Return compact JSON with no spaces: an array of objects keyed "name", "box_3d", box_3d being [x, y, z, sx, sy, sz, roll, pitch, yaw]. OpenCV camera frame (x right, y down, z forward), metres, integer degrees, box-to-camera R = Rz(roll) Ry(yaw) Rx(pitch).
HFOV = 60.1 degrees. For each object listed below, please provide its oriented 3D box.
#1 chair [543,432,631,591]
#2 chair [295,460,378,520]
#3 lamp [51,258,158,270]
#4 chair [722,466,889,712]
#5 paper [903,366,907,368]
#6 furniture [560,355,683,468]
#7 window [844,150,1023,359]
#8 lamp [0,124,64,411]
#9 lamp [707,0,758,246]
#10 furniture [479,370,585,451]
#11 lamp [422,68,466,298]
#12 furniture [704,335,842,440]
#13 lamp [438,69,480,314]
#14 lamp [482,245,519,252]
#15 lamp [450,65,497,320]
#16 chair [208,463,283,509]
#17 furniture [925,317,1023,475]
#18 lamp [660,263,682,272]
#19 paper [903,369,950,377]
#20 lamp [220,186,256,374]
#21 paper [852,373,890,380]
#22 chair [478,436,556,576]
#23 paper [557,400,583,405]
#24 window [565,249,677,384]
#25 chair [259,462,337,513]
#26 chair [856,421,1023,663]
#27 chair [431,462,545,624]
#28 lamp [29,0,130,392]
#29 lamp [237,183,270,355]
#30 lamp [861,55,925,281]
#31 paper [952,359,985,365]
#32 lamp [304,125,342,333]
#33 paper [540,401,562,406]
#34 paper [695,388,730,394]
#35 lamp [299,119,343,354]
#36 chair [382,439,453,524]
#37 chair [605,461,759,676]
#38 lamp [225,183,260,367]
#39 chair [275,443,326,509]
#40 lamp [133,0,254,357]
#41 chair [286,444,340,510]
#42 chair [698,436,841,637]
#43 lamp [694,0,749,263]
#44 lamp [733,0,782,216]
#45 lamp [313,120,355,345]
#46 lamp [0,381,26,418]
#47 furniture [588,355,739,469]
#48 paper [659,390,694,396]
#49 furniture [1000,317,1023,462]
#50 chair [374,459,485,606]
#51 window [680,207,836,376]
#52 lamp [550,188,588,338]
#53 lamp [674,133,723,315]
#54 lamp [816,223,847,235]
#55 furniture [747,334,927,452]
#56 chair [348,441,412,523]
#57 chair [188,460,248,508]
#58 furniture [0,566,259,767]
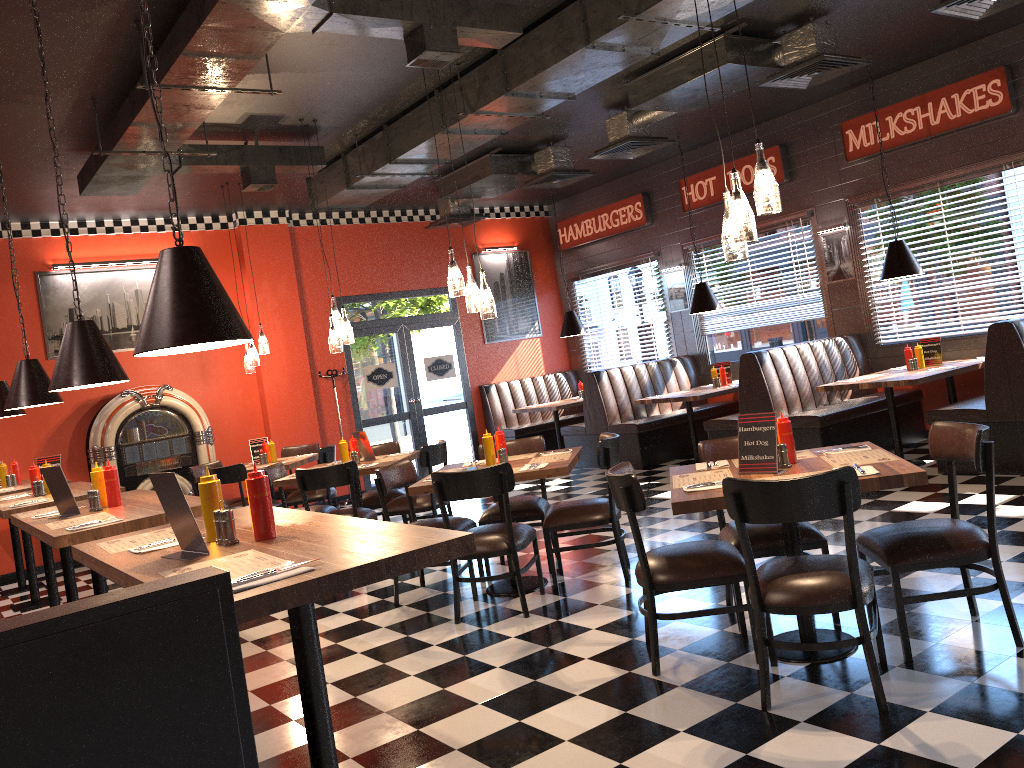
[{"name":"chair","box_3d":[0.473,0.780,5.592,0.544,0.868,0.486,-9,0,7]},{"name":"chair","box_3d":[-1.329,1.028,6.824,0.486,0.868,0.544,-9,0,5]},{"name":"lamp","box_3d":[-4.322,-1.346,9.862,1.449,0.056,0.081,-10,1,-35]},{"name":"chair","box_3d":[1.130,0.736,3.389,0.485,0.868,0.545,-9,0,22]},{"name":"paper","box_3d":[3.872,-0.173,8.562,0.366,0.001,0.260,-10,2,-34]},{"name":"furniture","box_3d":[1.470,0.330,11.231,1.715,1.155,0.703,-9,0,-35]},{"name":"window","box_3d":[4.265,-1.187,8.563,0.128,1.715,2.020,-8,0,-35]},{"name":"lamp","box_3d":[-3.557,-0.852,6.326,0.381,2.046,0.382,-9,-1,6]},{"name":"lamp","box_3d":[0.849,-1.574,3.807,0.108,1.967,0.109,-10,-1,42]},{"name":"furniture","box_3d":[0.513,0.442,12.603,1.715,1.155,0.703,-9,0,-35]},{"name":"lamp","box_3d":[-0.495,-1.528,5.674,0.108,1.967,0.109,-9,-1,27]},{"name":"furniture","box_3d":[2.829,0.170,9.282,1.715,1.155,0.703,-9,0,-35]},{"name":"lamp","box_3d":[-0.386,-1.434,5.764,0.108,1.967,0.108,-9,-1,7]},{"name":"lamp","box_3d":[-0.167,-1.956,12.820,0.612,0.056,0.081,-10,1,-35]},{"name":"lamp","box_3d":[-0.296,-1.385,5.671,0.109,1.967,0.108,-8,-1,-23]},{"name":"chair","box_3d":[-2.564,1.176,8.505,0.485,0.868,0.546,-9,0,30]},{"name":"furniture","box_3d":[4.188,0.010,7.332,1.715,1.155,0.703,-9,0,-35]},{"name":"lamp","box_3d":[2.058,-1.500,11.441,0.081,0.056,0.333,-9,1,-35]},{"name":"paper","box_3d":[3.525,-0.092,7.539,0.366,0.001,0.260,-10,2,-38]},{"name":"lamp","box_3d":[-2.842,-1.081,9.134,0.108,1.967,0.109,-10,-1,37]},{"name":"paper","box_3d":[3.254,-0.065,8.115,0.366,0.001,0.260,-10,2,-35]},{"name":"chair","box_3d":[0.030,0.834,6.147,0.486,0.868,0.545,-9,0,10]},{"name":"paper","box_3d":[0.742,0.240,11.364,0.366,0.001,0.260,-10,2,-38]},{"name":"window","box_3d":[1.548,-0.867,12.461,0.128,1.715,2.020,-8,0,-35]},{"name":"chair","box_3d":[-1.771,1.082,7.380,0.544,0.868,0.486,-9,0,2]},{"name":"chair","box_3d":[1.771,0.627,3.723,0.544,0.868,0.486,-9,0,5]},{"name":"chair","box_3d":[-0.137,0.886,5.162,0.485,0.868,0.545,-9,0,13]},{"name":"lamp","box_3d":[-2.311,-0.999,4.538,0.381,2.046,0.382,-9,-1,6]},{"name":"lamp","box_3d":[-2.695,-1.277,9.137,0.108,1.967,0.108,-9,-1,-3]},{"name":"lamp","box_3d":[3.386,-1.980,8.060,0.380,2.046,0.383,-10,-1,36]},{"name":"paper","box_3d":[4.192,-0.208,8.002,0.366,0.001,0.260,-10,2,-34]},{"name":"lamp","box_3d":[-1.618,-1.401,7.489,0.108,1.967,0.108,-9,-1,12]},{"name":"paper","box_3d":[0.467,0.268,11.938,0.366,0.001,0.260,-10,2,-35]},{"name":"paper","box_3d":[2.150,0.072,9.432,0.366,0.001,0.260,-10,2,-33]},{"name":"lamp","box_3d":[-1.593,-1.227,7.311,0.109,1.967,0.108,-8,-1,-23]},{"name":"chair","box_3d":[-0.739,0.926,7.195,0.543,0.868,0.487,-9,0,14]},{"name":"chair","box_3d":[0.754,0.779,3.981,0.544,0.868,0.486,-9,0,5]},{"name":"lamp","box_3d":[-2.770,-1.149,9.043,0.108,1.967,0.108,-9,-1,7]},{"name":"chair","box_3d":[-2.305,1.108,9.534,0.485,0.868,0.545,-9,0,20]},{"name":"lamp","box_3d":[-1.209,-1.129,2.957,0.381,2.046,0.382,-9,-1,6]},{"name":"chair","box_3d":[-1.978,1.074,8.887,0.545,0.868,0.486,-9,0,-3]},{"name":"chair","box_3d":[1.236,0.694,4.343,0.486,0.868,0.544,-9,0,4]},{"name":"lamp","box_3d":[0.843,-1.517,3.928,0.108,1.967,0.108,-9,-1,12]},{"name":"lamp","box_3d":[0.959,-1.705,3.831,0.109,1.967,0.108,-8,-1,-43]},{"name":"lamp","box_3d":[-1.511,-1.302,7.394,0.108,1.967,0.109,-10,-1,37]},{"name":"lamp","box_3d":[-4.832,-0.702,8.155,0.381,2.046,0.382,-9,-1,6]},{"name":"furniture","box_3d":[1.872,0.282,10.655,1.715,1.155,0.703,-9,0,-35]},{"name":"paper","box_3d":[1.832,0.107,9.993,0.366,0.001,0.260,-10,2,-33]},{"name":"furniture","box_3d":[4.589,-0.038,6.757,1.715,1.155,0.703,-9,0,-35]},{"name":"chair","box_3d":[-0.559,0.936,5.777,0.543,0.868,0.487,-9,0,19]},{"name":"window","box_3d":[2.906,-1.027,10.512,0.128,1.715,2.020,-8,0,-35]},{"name":"lamp","box_3d":[0.675,-1.661,11.949,0.381,2.046,0.382,-9,-1,14]},{"name":"lamp","box_3d":[2.030,-1.821,10.005,0.380,2.046,0.383,-10,-1,36]},{"name":"lamp","box_3d":[3.420,-1.660,9.488,0.081,0.056,0.333,-9,1,-35]},{"name":"furniture","box_3d":[3.230,0.122,8.706,1.715,1.155,0.703,-9,0,-35]},{"name":"chair","box_3d":[-1.161,0.976,7.809,0.487,0.868,0.543,-9,0,-12]},{"name":"chair","box_3d":[-2.920,1.218,8.991,0.543,0.868,0.487,-9,0,19]},{"name":"furniture","box_3d":[-3.374,1.255,4.904,1.107,1.150,8.728,-9,1,-35]}]
